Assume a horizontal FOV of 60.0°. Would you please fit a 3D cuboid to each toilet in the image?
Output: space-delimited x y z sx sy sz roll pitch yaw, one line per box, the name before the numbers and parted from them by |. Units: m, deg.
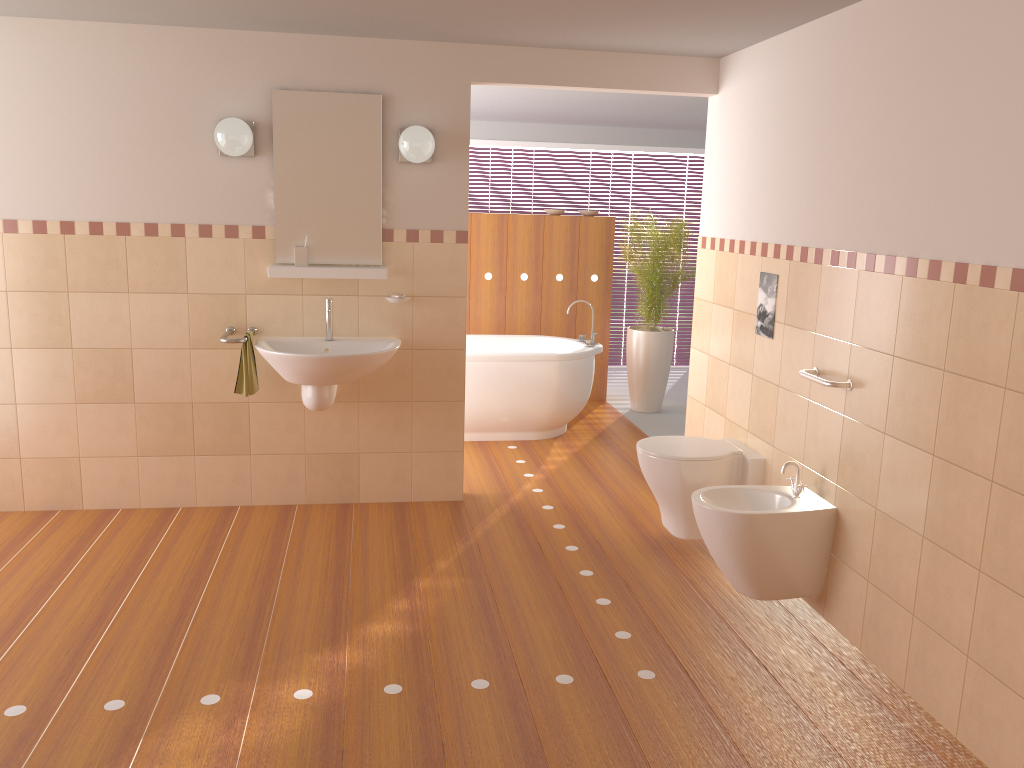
toilet | 0.826 0.476 4.070 0.534 0.400 0.375 0 11 -9

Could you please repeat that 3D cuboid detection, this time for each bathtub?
bathtub | -0.297 -0.136 6.091 1.874 0.900 0.888 0 11 -9

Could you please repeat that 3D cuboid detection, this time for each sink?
sink | -0.856 -0.122 4.128 0.683 0.516 0.539 0 11 -9
sink | 0.940 0.550 3.419 0.515 0.517 0.335 0 11 -9

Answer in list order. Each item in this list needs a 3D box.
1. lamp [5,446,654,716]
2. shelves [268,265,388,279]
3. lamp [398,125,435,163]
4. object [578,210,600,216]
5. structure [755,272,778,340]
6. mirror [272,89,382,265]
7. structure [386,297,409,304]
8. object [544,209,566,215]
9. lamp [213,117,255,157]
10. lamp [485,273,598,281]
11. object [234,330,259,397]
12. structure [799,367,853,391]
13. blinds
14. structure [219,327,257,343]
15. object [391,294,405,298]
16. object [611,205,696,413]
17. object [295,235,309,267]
lamp | -1.315 0.693 4.083 3.173 0.001 2.893 0 11 -9
shelves | -0.876 -0.536 4.246 0.554 0.050 0.138 0 11 -9
lamp | -0.447 -1.123 4.160 0.173 0.173 0.209 0 11 -9
object | 0.605 -1.340 6.974 0.173 0.046 0.173 0 11 -9
structure | 1.116 -0.346 3.888 0.005 0.279 0.170 0 11 -9
mirror | -0.872 -0.970 4.212 0.502 0.799 0.008 0 11 -9
structure | -0.560 -0.408 4.346 0.117 0.029 0.092 0 11 -9
object | 0.336 -1.339 6.930 0.173 0.046 0.173 0 11 -9
lamp | -1.262 -1.121 4.028 0.173 0.173 0.209 0 11 -9
lamp | 0.095 -0.828 6.858 1.169 0.052 0.001 0 11 -9
object | -1.232 -0.098 4.171 0.085 0.306 0.181 3 11 7
structure | 1.167 -0.020 3.339 0.091 0.042 0.295 0 11 -9
blinds | -0.491 -1.167 8.255 4.712 2.022 0.032 0 11 -9
structure | -1.286 -0.224 4.141 0.142 0.042 0.333 0 11 -9
object | -0.558 -0.430 4.343 0.050 0.023 0.075 -9 16 -44
object | 1.156 -0.551 6.706 0.683 1.557 1.335 6 12 23
object | -0.996 -0.631 4.200 0.063 0.149 0.073 0 11 -9
